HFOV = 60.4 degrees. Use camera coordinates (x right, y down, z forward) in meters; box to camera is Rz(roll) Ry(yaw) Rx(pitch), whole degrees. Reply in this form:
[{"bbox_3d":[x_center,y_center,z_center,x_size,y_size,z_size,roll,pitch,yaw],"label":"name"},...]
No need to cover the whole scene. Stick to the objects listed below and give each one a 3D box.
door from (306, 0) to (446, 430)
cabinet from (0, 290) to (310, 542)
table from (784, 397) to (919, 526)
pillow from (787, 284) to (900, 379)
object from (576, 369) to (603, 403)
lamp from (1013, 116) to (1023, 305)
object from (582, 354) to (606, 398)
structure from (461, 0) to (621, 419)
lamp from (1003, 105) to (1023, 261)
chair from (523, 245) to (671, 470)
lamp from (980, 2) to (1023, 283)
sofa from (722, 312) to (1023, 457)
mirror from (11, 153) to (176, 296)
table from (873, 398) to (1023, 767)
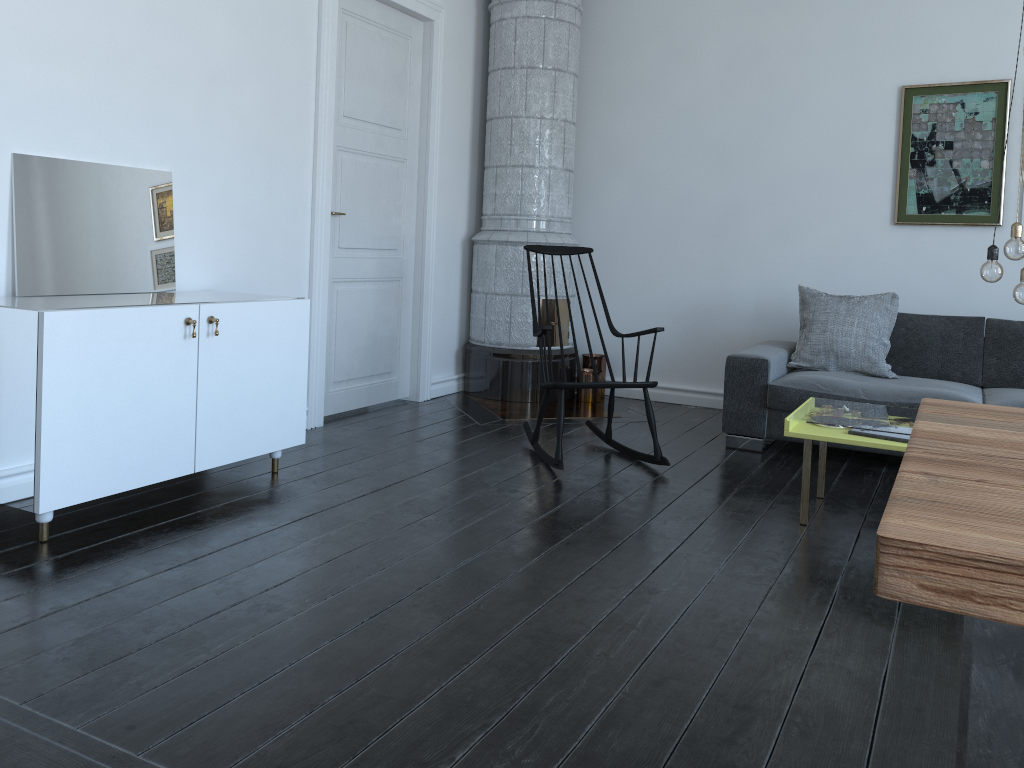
[{"bbox_3d":[-0.782,-1.068,5.045,0.116,2.462,1.173,3,3,27],"label":"door"},{"bbox_3d":[-1.361,0.048,3.290,0.592,0.730,1.208,5,7,27],"label":"cabinet"},{"bbox_3d":[1.748,0.366,3.176,1.406,0.397,0.604,7,8,27],"label":"table"},{"bbox_3d":[2.485,-0.203,4.478,2.065,0.489,0.480,8,7,32],"label":"pillow"},{"bbox_3d":[0.506,0.011,5.783,0.174,0.198,0.173,4,5,17],"label":"object"},{"bbox_3d":[1.833,-1.022,3.075,0.089,1.489,0.075,1,3,-39],"label":"lamp"},{"bbox_3d":[0.553,-0.055,5.959,0.174,0.279,0.176,4,4,27],"label":"object"},{"bbox_3d":[0.186,-1.338,5.702,0.777,2.875,1.279,2,3,-18],"label":"structure"},{"bbox_3d":[1.796,-1.177,3.065,0.074,1.489,0.075,2,2,-16],"label":"lamp"},{"bbox_3d":[0.344,-0.166,4.278,0.612,0.999,0.914,1,5,-18],"label":"chair"},{"bbox_3d":[1.741,-1.103,3.107,0.074,1.489,0.087,2,2,-12],"label":"lamp"},{"bbox_3d":[2.367,0.038,4.422,2.382,0.719,1.090,7,8,27],"label":"sofa"},{"bbox_3d":[-1.586,-0.600,3.398,0.054,0.499,0.700,4,6,27],"label":"mirror"},{"bbox_3d":[1.561,0.563,0.816,2.236,0.712,1.024,7,8,27],"label":"table"}]
